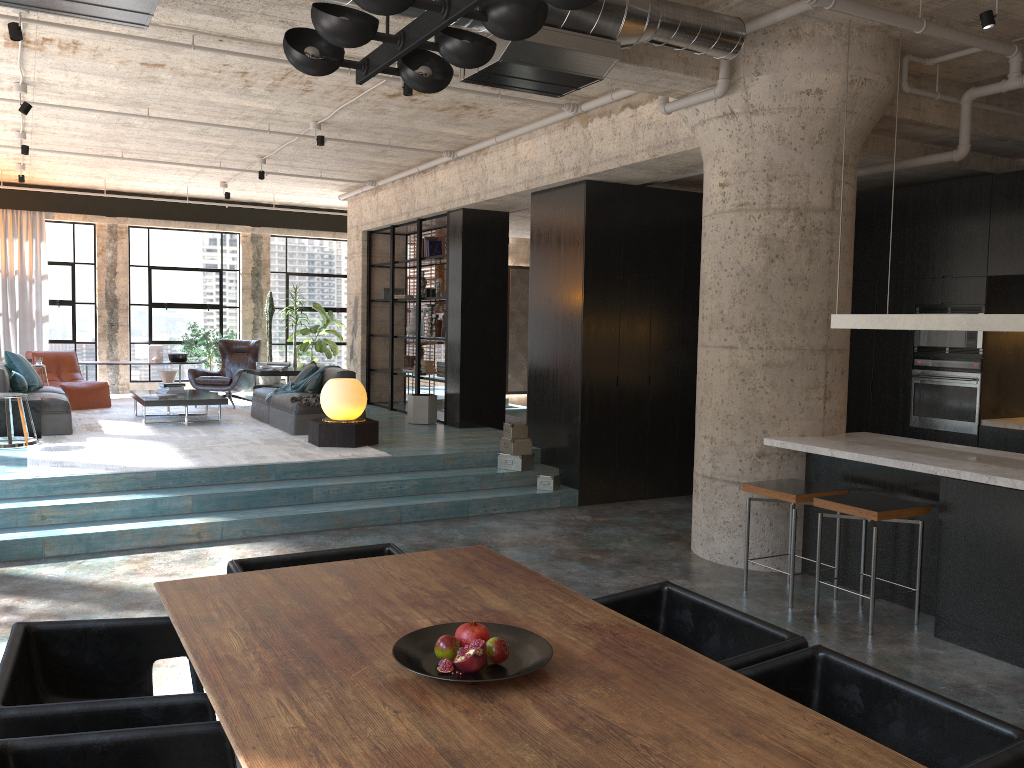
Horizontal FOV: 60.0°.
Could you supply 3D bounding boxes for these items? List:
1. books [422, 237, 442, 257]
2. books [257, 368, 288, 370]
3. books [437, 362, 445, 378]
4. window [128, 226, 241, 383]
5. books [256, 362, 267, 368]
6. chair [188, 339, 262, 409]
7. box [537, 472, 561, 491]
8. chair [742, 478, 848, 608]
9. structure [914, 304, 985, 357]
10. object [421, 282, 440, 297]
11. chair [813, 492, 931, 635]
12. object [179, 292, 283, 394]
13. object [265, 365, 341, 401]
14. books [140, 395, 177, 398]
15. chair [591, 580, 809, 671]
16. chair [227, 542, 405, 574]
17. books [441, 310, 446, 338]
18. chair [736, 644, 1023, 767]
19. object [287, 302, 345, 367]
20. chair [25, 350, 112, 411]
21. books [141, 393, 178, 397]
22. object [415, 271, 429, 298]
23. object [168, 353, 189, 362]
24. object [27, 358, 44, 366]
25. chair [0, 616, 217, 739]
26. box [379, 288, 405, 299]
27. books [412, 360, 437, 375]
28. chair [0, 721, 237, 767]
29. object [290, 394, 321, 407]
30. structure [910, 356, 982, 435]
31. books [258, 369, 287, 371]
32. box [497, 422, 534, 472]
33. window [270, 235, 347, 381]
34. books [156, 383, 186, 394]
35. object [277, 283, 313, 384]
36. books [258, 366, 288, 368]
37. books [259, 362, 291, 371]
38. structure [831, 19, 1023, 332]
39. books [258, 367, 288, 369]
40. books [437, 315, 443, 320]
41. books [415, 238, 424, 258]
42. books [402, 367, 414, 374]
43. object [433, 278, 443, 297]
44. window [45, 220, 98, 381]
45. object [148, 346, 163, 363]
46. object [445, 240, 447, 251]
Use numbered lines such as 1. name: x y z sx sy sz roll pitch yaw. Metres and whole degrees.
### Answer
1. books: -1.060 -1.796 11.721 0.221 0.298 0.258 -1 4 -29
2. books: -3.150 -0.198 11.670 0.318 0.011 0.252 4 5 38
3. books: -0.776 -0.184 11.527 0.274 0.197 0.393 -1 4 -29
4. window: -5.421 -1.297 14.764 1.780 2.530 0.081 -1 4 -29
5. books: -3.345 -0.250 12.058 0.278 0.075 0.320 -1 4 -24
6. chair: -3.981 -0.161 12.535 0.820 0.940 0.975 2 4 11
7. box: 0.344 0.915 8.316 0.172 0.140 0.187 3 4 24
8. chair: 1.780 0.994 5.635 0.450 0.698 0.450 -1 4 -29
9. structure: 4.108 -0.479 7.967 0.612 0.450 0.659 -1 4 -29
10. object: -1.037 -1.221 11.513 0.200 0.200 0.409 0 4 -19
11. chair: 2.084 1.030 5.184 0.450 0.698 0.450 -1 4 -29
12. object: -4.646 -0.694 14.657 0.971 1.708 1.641 4 5 37
13. object: -2.427 -0.010 10.603 0.985 0.438 0.444 1 4 -2
14. books: -4.082 0.141 10.245 0.252 0.011 0.318 2 4 15
15. chair: 0.534 1.131 2.951 0.754 0.738 0.707 -1 4 -29
16. chair: -0.711 1.071 3.485 0.707 0.738 0.754 -1 4 -29
17. books: -0.792 -0.772 11.435 0.216 0.354 0.256 -1 4 -29
18. chair: 0.880 1.180 2.306 0.754 0.738 0.707 -1 4 -29
19. object: -3.362 -0.627 15.270 0.921 1.543 0.817 3 4 30
20. chair: -5.959 -0.056 11.867 0.920 0.759 0.801 3 4 31
21. books: -4.075 0.130 10.249 0.252 0.011 0.318 3 4 20
22. object: -1.241 -1.372 12.315 0.180 0.394 0.178 -2 5 -35
23. object: -5.279 -0.412 14.025 0.307 0.129 0.307 2 4 10
24. object: -5.950 -0.277 10.991 0.206 0.096 0.287 2 4 11
25. chair: -1.193 1.124 2.552 0.754 0.738 0.707 -1 4 -24
26. box: -1.728 -1.296 12.762 0.306 0.157 0.312 0 4 -19
27. books: -1.187 -0.225 12.091 0.257 0.188 0.306 3 4 26
28. chair: -0.829 1.182 1.789 0.754 0.738 0.707 -1 4 -24
29. object: -2.208 0.189 9.713 0.433 0.185 0.429 -1 5 -33
30. structure: 4.057 0.086 7.982 0.649 0.651 0.664 -1 4 -29
31. books: -3.158 -0.188 11.684 0.252 0.011 0.318 -2 5 -42
32. box: 0.039 0.594 8.507 0.280 0.441 0.331 -2 5 -40
33. window: -3.455 -1.331 15.846 1.780 2.530 0.081 -1 4 -29
34. books: -4.145 0.050 10.816 0.279 0.116 0.322 -3 5 -44
35. object: -3.621 -0.755 14.699 0.523 1.863 0.629 3 4 30
36. books: -3.152 -0.221 11.696 0.318 0.011 0.252 5 5 43
37. books: -3.112 -0.229 11.626 0.322 0.109 0.273 2 4 11
38. structure: 3.082 -1.301 4.472 0.538 2.100 3.117 -1 4 -29
39. books: -3.150 -0.210 11.688 0.318 0.011 0.252 4 5 38
40. books: -1.035 -0.805 12.262 0.147 0.299 0.547 -1 4 -29
41. books: -1.177 -1.809 11.938 0.216 0.290 0.231 -1 4 -29
42. books: -1.361 -0.188 12.378 0.231 0.068 0.319 -2 5 -37
43. object: -1.014 -1.290 11.974 0.131 0.280 0.252 0 4 -21
44. window: -7.387 -1.263 13.682 1.780 2.530 0.081 -1 4 -29
45. object: -5.508 -0.461 13.720 0.214 0.259 0.154 -1 4 -29
46. object: -0.634 -1.709 11.222 0.430 0.217 0.434 -1 4 -26
